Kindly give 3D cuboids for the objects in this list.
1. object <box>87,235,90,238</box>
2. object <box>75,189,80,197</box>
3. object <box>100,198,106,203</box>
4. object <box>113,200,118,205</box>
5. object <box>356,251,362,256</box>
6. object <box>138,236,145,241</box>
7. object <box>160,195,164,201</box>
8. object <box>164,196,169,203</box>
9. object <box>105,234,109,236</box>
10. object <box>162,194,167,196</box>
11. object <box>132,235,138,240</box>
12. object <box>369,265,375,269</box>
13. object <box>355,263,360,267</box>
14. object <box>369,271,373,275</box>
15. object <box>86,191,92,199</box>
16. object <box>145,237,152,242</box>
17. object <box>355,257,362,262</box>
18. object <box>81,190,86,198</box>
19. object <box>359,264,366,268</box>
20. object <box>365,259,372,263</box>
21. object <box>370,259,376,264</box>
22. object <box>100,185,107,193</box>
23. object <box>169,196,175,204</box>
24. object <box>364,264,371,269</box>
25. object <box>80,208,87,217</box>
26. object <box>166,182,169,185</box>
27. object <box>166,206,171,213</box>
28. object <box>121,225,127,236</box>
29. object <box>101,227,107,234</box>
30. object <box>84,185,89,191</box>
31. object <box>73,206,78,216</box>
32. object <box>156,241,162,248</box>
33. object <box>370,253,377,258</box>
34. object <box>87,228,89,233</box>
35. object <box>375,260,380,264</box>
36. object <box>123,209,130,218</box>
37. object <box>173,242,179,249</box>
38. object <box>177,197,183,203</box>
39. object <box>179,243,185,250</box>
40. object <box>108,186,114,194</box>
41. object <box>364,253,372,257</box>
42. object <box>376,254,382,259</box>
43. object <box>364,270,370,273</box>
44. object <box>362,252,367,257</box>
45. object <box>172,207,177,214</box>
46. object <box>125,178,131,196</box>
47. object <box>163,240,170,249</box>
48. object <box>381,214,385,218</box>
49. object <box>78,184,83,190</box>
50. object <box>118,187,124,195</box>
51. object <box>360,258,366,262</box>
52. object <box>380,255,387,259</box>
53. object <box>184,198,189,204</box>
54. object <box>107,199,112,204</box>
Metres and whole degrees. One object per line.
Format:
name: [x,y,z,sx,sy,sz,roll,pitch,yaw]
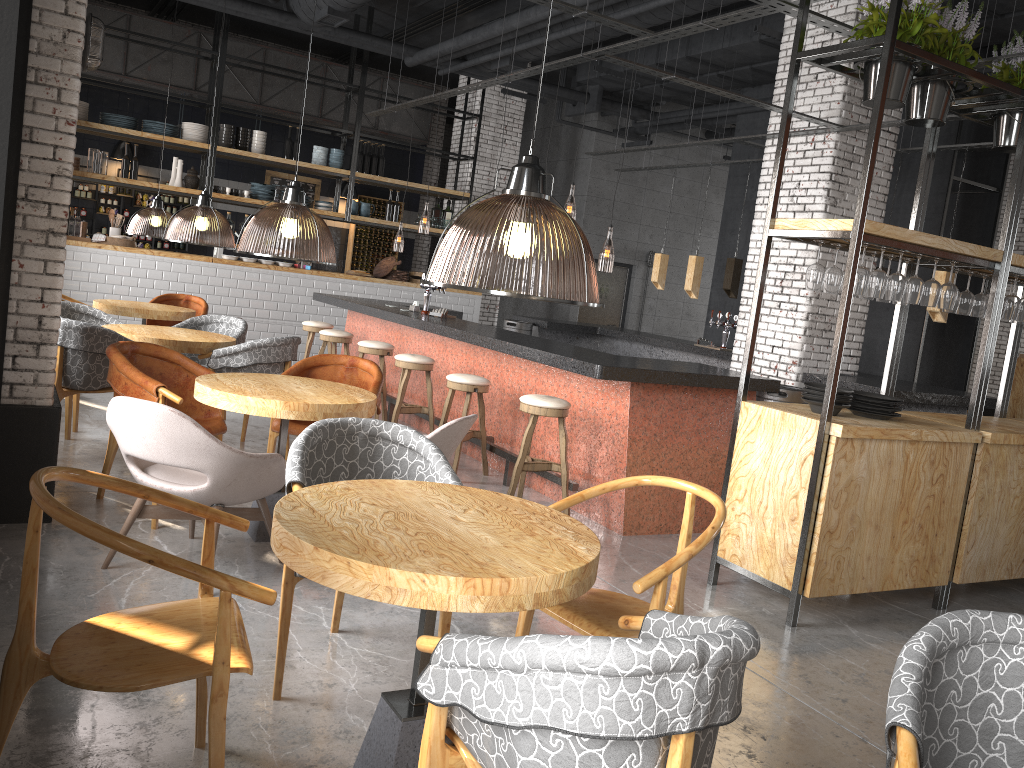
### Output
object: [-6.637,-2.271,13.856,0.111,0.101,0.090,11,7,26]
object: [-6.698,-2.945,13.671,0.076,0.110,0.076,6,6,-20]
object: [-6.392,-2.867,13.860,0.070,0.083,0.071,7,6,-6]
object: [-6.238,-2.857,13.951,0.070,0.083,0.071,3,8,-40]
object: [-2.743,-2.337,15.922,0.079,0.079,0.281,4,7,-30]
object: [-5.938,-2.375,14.234,0.100,0.139,0.088,4,7,-30]
object: [-5.644,-2.987,14.272,0.076,0.110,0.076,6,6,-20]
object: [-5.573,-2.982,14.313,0.076,0.110,0.076,7,6,-11]
object: [-6.385,-2.301,13.966,0.076,0.110,0.076,5,6,-25]
object: [-5.594,-3.094,14.283,0.076,0.110,0.076,12,7,34]
object: [-6.032,-2.381,14.179,0.100,0.139,0.088,4,7,-30]
object: [-2.536,-2.117,16.102,0.079,0.079,0.281,4,7,-30]
object: [-2.790,-2.136,15.976,0.079,0.079,0.281,4,7,-30]
object: [-2.539,-2.009,16.092,0.079,0.079,0.281,4,7,-30]
object: [-6.557,-2.936,13.756,0.076,0.110,0.076,4,7,-35]
object: [-5.850,-2.369,14.286,0.100,0.139,0.088,4,7,-30]
object: [-2.755,-2.233,15.929,0.079,0.079,0.281,4,7,-30]
object: [-6.627,-2.940,13.713,0.076,0.110,0.076,7,6,-11]
object: [-2.699,-2.128,16.006,0.079,0.079,0.281,4,7,-30]
object: [-2.593,-2.222,16.024,0.079,0.079,0.281,4,7,-30]
object: [-2.518,-2.219,16.084,0.079,0.079,0.281,4,7,-30]
object: [-6.375,-3.059,13.837,0.079,0.156,0.079,8,6,-1]
object: [-5.502,-2.978,14.356,0.076,0.110,0.076,4,7,-35]
object: [-2.609,-2.119,16.038,0.079,0.079,0.281,4,7,-30]
object: [-6.657,-2.668,13.770,0.100,0.139,0.088,4,7,-30]
object: [-5.546,-3.202,14.295,0.076,0.110,0.076,4,7,-35]
object: [-5.559,-2.826,14.348,0.076,0.110,0.076,12,7,34]
object: [-6.162,-2.395,14.095,0.079,0.280,0.079,11,6,28]
object: [-6.407,-2.413,13.935,0.076,0.110,0.076,4,7,-35]
object: [-6.583,-3.034,13.721,0.070,0.083,0.071,7,6,-6]
object: [-6.750,-2.674,13.715,0.100,0.139,0.088,4,7,-30]
object: [-5.717,-2.256,14.357,0.076,0.110,0.076,10,6,24]
object: [-2.509,-2.324,16.082,0.079,0.079,0.281,4,7,-30]
object: [-6.632,-2.390,13.804,0.070,0.083,0.071,7,6,-6]
object: [-2.441,-2.215,16.140,0.079,0.079,0.281,4,7,-30]
object: [-6.122,-2.712,14.070,0.100,0.139,0.088,4,7,-30]
object: [-5.481,-2.349,14.494,0.079,0.280,0.079,7,6,-12]
object: [-5.388,-3.080,14.425,0.079,0.280,0.079,11,7,33]
object: [-5.405,-2.344,14.543,0.079,0.280,0.079,5,6,-27]
object: [-6.282,-3.053,13.892,0.079,0.156,0.079,2,8,-45]
object: [-2.600,-2.333,16.051,0.079,0.079,0.281,4,7,-30]
object: [-2.435,-2.321,16.144,0.079,0.079,0.281,4,7,-30]
object: [-2.640,-2.021,16.077,0.079,0.079,0.281,4,7,-30]
object: [-2.671,-2.335,15.987,0.079,0.079,0.281,4,7,-30]
object: [-5.482,-2.821,14.394,0.076,0.110,0.076,10,6,24]
object: [-6.069,-3.125,14.025,0.079,0.280,0.079,12,7,38]
object: [-5.629,-2.267,14.431,0.100,0.139,0.088,4,7,-30]
object: [-2.319,-3.039,16.042,0.079,0.079,0.284,4,7,-30]
object: [-6.653,-3.038,13.680,0.070,0.083,0.071,3,8,-40]
object: [-6.149,-3.130,13.978,0.079,0.280,0.079,5,6,-27]
object: [-2.693,-2.234,16.010,0.079,0.079,0.281,4,7,-30]
object: [-2.346,-2.313,16.178,0.079,0.079,0.281,4,7,-30]
object: [-5.307,-3.074,14.472,0.079,0.280,0.079,4,7,-37]
object: [-6.312,-2.862,13.908,0.070,0.083,0.071,3,8,-40]
